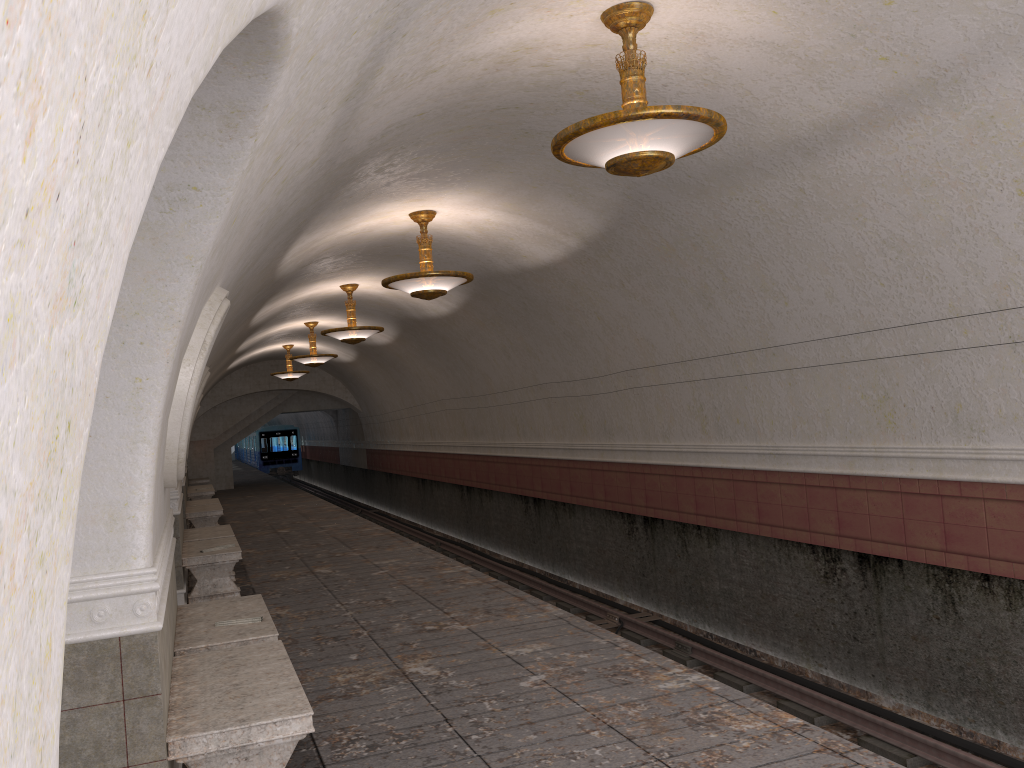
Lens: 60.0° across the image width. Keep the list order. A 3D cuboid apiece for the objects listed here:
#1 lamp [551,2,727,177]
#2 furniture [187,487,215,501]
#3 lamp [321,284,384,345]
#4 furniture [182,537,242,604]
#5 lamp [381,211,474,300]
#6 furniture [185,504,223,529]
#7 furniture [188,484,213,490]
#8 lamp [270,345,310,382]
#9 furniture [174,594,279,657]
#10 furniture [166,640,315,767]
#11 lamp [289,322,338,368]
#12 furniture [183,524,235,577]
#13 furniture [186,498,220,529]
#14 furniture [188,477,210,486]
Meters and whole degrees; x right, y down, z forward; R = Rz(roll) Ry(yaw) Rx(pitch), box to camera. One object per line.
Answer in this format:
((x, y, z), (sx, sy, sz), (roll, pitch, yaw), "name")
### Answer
((0.706, -1.673, 5.134), (1.008, 0.955, 1.008), (-3, -2, -36), "lamp")
((-7.492, 2.817, 21.397), (0.613, 0.508, 1.509), (-4, -2, -20), "furniture")
((-2.579, -1.105, 14.235), (1.008, 0.955, 1.008), (-4, -2, -4), "lamp")
((-3.431, 2.114, 10.145), (0.613, 0.508, 1.509), (-4, -2, -20), "furniture")
((-0.942, -1.388, 9.700), (1.008, 0.955, 1.008), (-3, -2, -36), "lamp")
((-5.472, 2.467, 15.798), (0.613, 0.508, 1.509), (-4, -2, -20), "furniture")
((-8.062, 2.915, 22.976), (0.613, 0.508, 1.509), (-4, -2, -20), "furniture")
((-5.852, -0.539, 23.304), (1.008, 0.955, 1.008), (-6, -2, 26), "lamp")
((-1.965, 1.861, 6.081), (0.613, 0.508, 1.509), (-4, -2, -20), "furniture")
((-1.395, 1.762, 4.502), (0.613, 0.508, 1.509), (-4, -2, -20), "furniture")
((-4.215, -0.822, 18.768), (1.008, 0.955, 1.008), (-4, -2, -4), "lamp")
((-4.001, 2.213, 11.724), (0.613, 0.508, 1.509), (-4, -2, -20), "furniture")
((-6.041, 2.566, 17.377), (0.613, 0.508, 1.509), (-4, -2, -20), "furniture")
((-9.628, 3.186, 27.315), (0.613, 0.508, 1.509), (-4, -2, -20), "furniture")
